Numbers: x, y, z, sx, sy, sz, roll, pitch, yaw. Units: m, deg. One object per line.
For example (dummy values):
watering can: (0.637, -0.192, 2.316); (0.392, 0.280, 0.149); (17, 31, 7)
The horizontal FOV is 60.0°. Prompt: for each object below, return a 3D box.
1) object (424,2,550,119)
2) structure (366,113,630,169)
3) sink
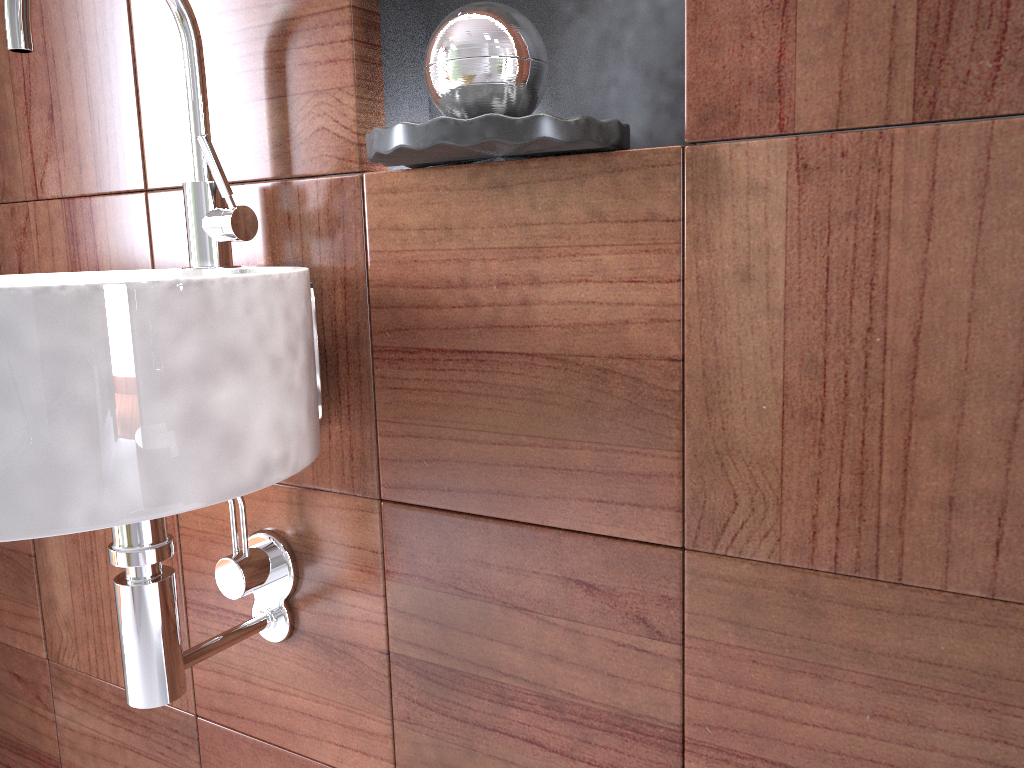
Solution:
object: (-0.552, -0.296, 1.057); (1.350, 0.104, 0.104); (4, 11, 31)
structure: (-0.011, -0.202, 0.752); (0.220, 0.023, 0.222); (2, 10, 22)
sink: (-0.382, -0.034, 0.765); (0.415, 0.715, 0.417); (4, 11, 31)
